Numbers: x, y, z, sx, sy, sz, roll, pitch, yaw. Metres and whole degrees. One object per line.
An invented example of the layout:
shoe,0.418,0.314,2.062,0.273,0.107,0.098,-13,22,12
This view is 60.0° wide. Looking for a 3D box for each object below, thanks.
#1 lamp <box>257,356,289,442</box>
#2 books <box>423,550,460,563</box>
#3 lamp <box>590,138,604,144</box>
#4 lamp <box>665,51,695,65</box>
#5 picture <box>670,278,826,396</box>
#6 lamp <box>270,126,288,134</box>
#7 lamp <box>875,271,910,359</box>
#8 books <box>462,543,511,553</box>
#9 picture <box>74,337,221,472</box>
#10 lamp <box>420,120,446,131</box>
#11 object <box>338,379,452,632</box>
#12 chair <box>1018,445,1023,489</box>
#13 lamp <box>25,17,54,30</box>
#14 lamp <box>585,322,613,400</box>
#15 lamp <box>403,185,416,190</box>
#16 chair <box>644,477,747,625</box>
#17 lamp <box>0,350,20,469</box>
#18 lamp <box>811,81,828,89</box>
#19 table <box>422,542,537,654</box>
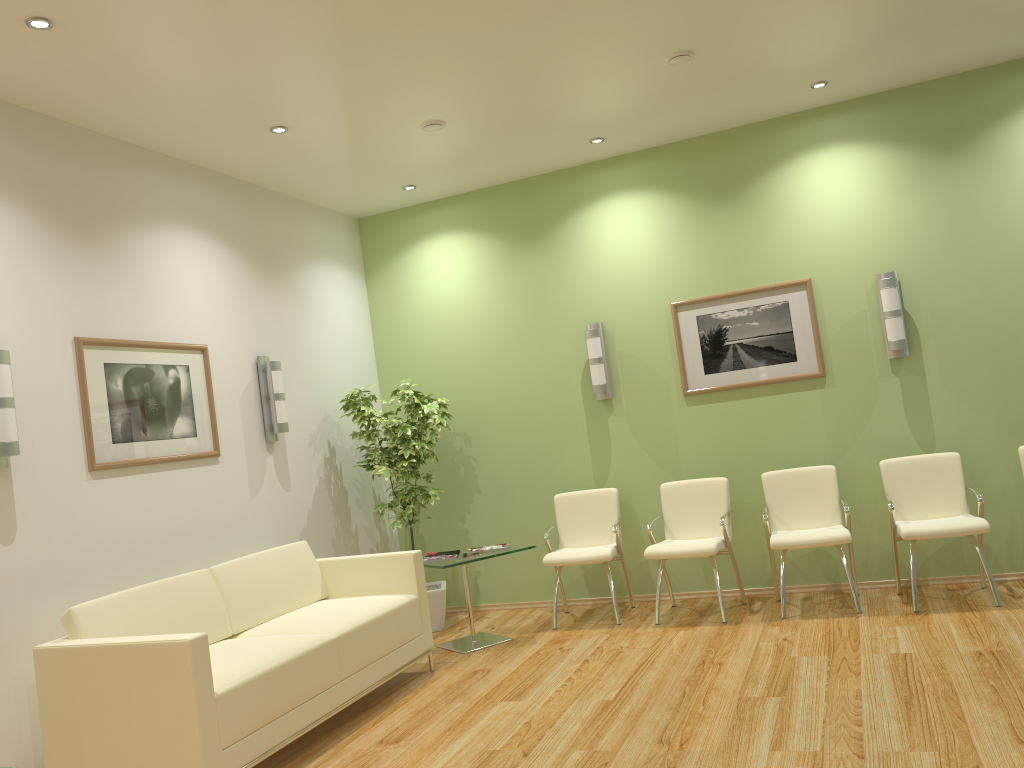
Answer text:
lamp,-1.600,0.093,5.958,0.142,0.580,0.134,-9,-3,21
books,-0.478,1.157,5.993,0.230,0.031,0.328,-8,-3,1
lamp,0.601,-1.717,6.268,0.105,0.011,0.105,-8,-3,2
lamp,0.943,-1.823,4.982,0.167,0.024,0.167,-7,-3,-19
picture,1.676,-0.327,6.362,1.000,0.700,0.025,-9,-3,21
lamp,-1.379,-1.503,5.252,0.105,0.011,0.105,-6,-4,-36
lamp,2.557,-0.467,5.961,0.134,0.580,0.142,-9,-3,21
books,-0.180,1.120,6.064,0.328,0.031,0.230,-7,-3,-4
picture,-2.023,0.101,5.018,0.025,0.700,1.000,-9,-3,21
lamp,-0.491,-1.602,5.532,0.167,0.024,0.167,-7,-3,-19
object,-0.783,0.910,6.685,0.668,1.900,0.943,-9,-3,29
chair,3.354,0.792,5.233,0.536,0.881,0.650,-9,-3,26
lamp,-1.973,-1.503,3.704,0.105,0.011,0.105,-6,-4,-36
lamp,0.647,-0.172,6.694,0.134,0.580,0.142,-9,-3,21
lamp,-0.785,-1.503,6.800,0.105,0.011,0.105,-5,-4,-43
chair,1.229,1.121,6.051,0.536,0.881,0.650,-9,-3,26
lamp,-2.340,0.093,4.028,0.142,0.580,0.134,-9,-3,21
lamp,1.987,-1.931,5.737,0.105,0.011,0.105,-8,-3,2
table,-0.295,1.461,6.053,0.736,0.614,0.736,-6,-4,-34
